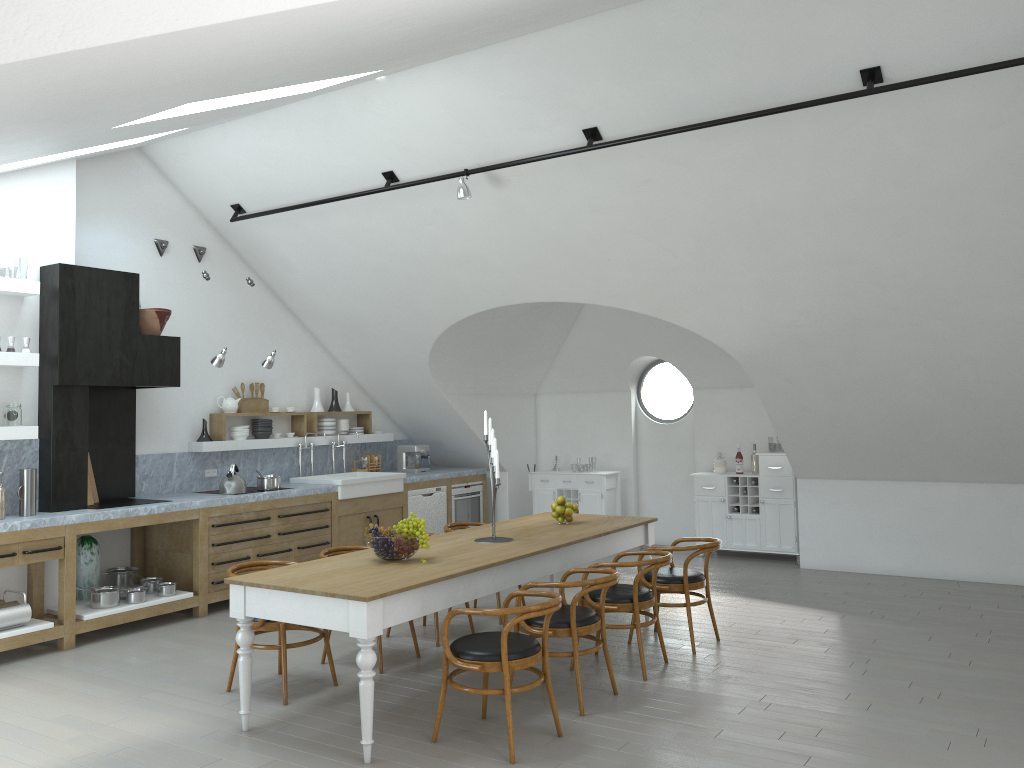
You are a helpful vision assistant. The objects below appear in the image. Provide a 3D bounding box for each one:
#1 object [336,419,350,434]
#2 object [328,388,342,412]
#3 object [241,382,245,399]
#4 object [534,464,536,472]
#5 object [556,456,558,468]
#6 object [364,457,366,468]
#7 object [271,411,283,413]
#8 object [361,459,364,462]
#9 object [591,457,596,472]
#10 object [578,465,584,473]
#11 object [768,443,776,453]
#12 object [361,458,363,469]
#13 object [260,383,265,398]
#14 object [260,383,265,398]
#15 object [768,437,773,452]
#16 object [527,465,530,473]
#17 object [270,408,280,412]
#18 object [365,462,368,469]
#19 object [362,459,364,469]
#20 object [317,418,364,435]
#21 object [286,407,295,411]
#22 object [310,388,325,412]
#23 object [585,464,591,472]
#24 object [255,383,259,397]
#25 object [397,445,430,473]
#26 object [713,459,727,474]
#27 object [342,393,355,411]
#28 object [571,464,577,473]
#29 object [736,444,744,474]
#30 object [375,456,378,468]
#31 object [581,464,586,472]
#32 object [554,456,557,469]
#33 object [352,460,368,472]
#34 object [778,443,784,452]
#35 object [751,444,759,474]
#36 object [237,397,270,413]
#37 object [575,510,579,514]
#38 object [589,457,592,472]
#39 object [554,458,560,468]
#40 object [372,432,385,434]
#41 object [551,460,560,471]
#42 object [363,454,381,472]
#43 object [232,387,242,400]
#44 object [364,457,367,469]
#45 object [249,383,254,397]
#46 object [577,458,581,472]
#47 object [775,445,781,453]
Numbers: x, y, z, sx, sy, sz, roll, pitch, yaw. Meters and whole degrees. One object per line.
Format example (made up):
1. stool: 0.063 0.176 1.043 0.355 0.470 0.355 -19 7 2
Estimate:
1. object: -1.907 0.480 9.988 0.158 0.160 0.154 0 -3 -29
2. object: -1.991 0.178 9.958 0.156 0.268 0.156 -3 -4 37
3. object: -2.704 0.134 8.921 0.027 0.300 0.055 -3 -4 33
4. object: 0.277 1.127 11.016 0.029 0.269 0.088 1 -4 -30
5. object: 0.565 0.989 11.115 0.024 0.164 0.039 2 -5 -44
6. object: -1.696 0.943 10.194 0.023 0.196 0.018 -3 -4 28
7. object: -2.465 0.294 9.228 0.164 0.012 0.163 0 -2 -40
8. object: -1.721 0.941 10.211 0.040 0.193 0.042 0 -4 -19
9. object: 0.989 0.973 10.704 0.063 0.187 0.063 -2 -4 18
10. object: 0.835 1.028 10.713 0.077 0.085 0.077 -2 -3 20
11. object: 2.814 0.693 9.581 0.082 0.105 0.081 0 -3 -19
12. object: -1.716 0.943 10.185 0.019 0.196 0.022 -2 -4 21
13. object: -2.571 0.138 9.093 0.039 0.298 0.067 -3 -4 33
14. object: -2.566 0.139 9.134 0.030 0.294 0.057 -3 -4 33
15. object: 2.823 0.664 9.664 0.048 0.170 0.048 0 -4 -24
16. object: 0.231 1.129 11.046 0.088 0.269 0.029 -1 -4 6
17. object: -2.466 0.270 9.229 0.098 0.049 0.098 -2 -2 30
18. object: -1.679 0.952 10.198 0.044 0.179 0.019 -2 -4 18
19. object: -1.703 0.951 10.169 0.019 0.179 0.044 -1 -3 -2
20. object: -1.927 0.483 10.000 0.197 0.196 0.656 -3 -3 32
21. object: -2.349 0.274 9.409 0.098 0.049 0.098 -2 -2 30
22. object: -2.137 0.174 9.739 0.156 0.268 0.156 -2 -3 22
23. object: 0.917 1.019 10.702 0.071 0.099 0.071 1 -4 -34
24. object: -2.604 0.136 9.038 0.019 0.300 0.057 -3 -4 33
25. object: -1.122 0.890 10.579 0.386 0.321 0.324 -3 -3 33
26. object: 2.340 0.928 9.974 0.158 0.160 0.154 0 -3 -29
27. object: -1.876 0.206 10.150 0.156 0.219 0.156 -2 -3 14
28. object: 0.749 1.020 10.726 0.081 0.105 0.081 2 -4 -44
29. object: 2.535 0.837 9.883 0.081 0.330 0.081 -3 -4 29
30. object: -1.585 0.943 10.371 0.040 0.193 0.042 -1 -3 -7
31. object: 0.888 1.025 10.788 0.094 0.093 0.093 -2 -3 20
32. object: 0.546 0.989 11.145 0.039 0.175 0.054 -3 -4 33
33. object: -1.748 0.958 10.170 0.100 0.172 0.173 -3 -3 35
34. object: 2.949 0.697 9.682 0.071 0.099 0.071 -4 -4 41
35. object: 2.683 0.830 9.780 0.085 0.331 0.085 -1 -3 -8
36. object: -2.629 0.215 9.009 0.084 0.158 0.353 -3 -3 33
37. object: 0.835 1.556 10.684 0.081 0.083 0.316 -3 -3 33
38. object: 0.958 0.980 10.760 0.054 0.179 0.054 -2 -3 10
39. object: 0.557 1.004 11.140 0.097 0.137 0.029 -3 -4 36
40. object: -1.610 0.582 10.500 0.213 0.025 0.213 -2 -2 20
41. object: 0.552 1.024 11.133 0.101 0.138 0.067 -3 -4 33
42. object: -1.636 0.936 10.364 0.104 0.223 0.200 -3 -3 33
43. object: -2.722 0.151 8.887 0.016 0.259 0.199 -4 -4 43
44. object: -1.680 0.939 10.185 0.040 0.193 0.042 0 -4 -20
45. object: -2.639 0.136 9.020 0.040 0.300 0.061 -3 -4 30
46. object: 0.813 0.988 10.778 0.048 0.170 0.048 -2 -4 20
47. object: 2.883 0.704 9.632 0.077 0.085 0.077 -4 -4 41
